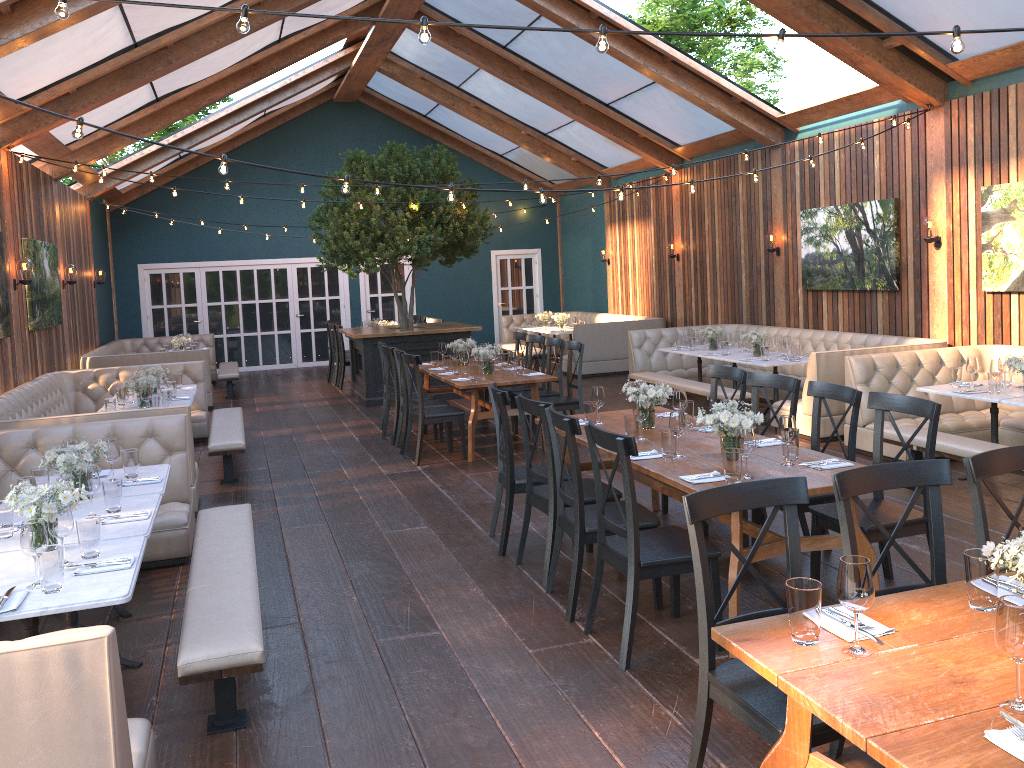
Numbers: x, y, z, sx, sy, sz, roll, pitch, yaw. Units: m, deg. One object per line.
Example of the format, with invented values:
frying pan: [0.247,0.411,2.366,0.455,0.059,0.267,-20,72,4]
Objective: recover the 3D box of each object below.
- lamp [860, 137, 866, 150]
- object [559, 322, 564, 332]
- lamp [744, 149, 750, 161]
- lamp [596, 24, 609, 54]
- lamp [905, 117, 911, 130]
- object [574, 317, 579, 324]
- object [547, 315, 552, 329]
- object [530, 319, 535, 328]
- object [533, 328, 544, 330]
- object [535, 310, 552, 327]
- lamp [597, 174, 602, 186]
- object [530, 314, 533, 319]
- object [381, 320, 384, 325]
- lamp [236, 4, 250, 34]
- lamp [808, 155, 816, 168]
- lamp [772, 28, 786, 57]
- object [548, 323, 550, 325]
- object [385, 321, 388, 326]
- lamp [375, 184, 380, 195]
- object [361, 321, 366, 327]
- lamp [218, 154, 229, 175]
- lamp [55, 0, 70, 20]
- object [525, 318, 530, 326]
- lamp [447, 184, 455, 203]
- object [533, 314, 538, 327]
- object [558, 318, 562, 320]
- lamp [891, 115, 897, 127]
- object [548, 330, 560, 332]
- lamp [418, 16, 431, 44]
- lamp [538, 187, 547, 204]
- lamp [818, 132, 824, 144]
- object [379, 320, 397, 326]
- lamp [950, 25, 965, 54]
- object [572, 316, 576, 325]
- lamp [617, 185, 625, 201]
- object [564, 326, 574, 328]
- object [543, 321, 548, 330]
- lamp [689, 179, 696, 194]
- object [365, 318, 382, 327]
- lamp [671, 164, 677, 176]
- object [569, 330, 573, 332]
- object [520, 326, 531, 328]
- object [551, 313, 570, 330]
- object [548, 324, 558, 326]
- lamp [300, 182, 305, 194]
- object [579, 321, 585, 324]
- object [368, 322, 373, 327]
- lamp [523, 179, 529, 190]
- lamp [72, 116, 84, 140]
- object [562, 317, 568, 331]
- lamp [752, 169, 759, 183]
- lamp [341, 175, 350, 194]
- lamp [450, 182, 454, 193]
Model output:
lamp: [3.331,-2.280,8.400,0.060,0.119,0.057,-2,4,5]
object: [0.855,-0.974,15.171,0.092,0.157,0.092,-5,5,-31]
lamp: [2.401,-2.342,9.063,0.064,0.118,0.056,-5,5,-24]
lamp: [0.383,-1.471,3.772,0.056,0.121,0.056,-3,4,-3]
lamp: [3.930,-2.581,8.778,0.063,0.118,0.056,-6,5,-34]
object: [1.116,-1.039,15.253,0.092,0.243,0.093,0,5,30]
object: [0.672,-1.116,16.015,0.092,0.243,0.093,0,5,30]
object: [0.384,-1.143,16.668,0.092,0.157,0.092,-5,5,-31]
object: [0.519,-1.003,16.070,0.255,0.019,0.158,-5,8,-17]
object: [0.605,-1.219,16.595,0.329,0.308,0.338,2,7,38]
lamp: [0.894,-2.097,9.096,0.056,0.117,0.068,0,5,36]
object: [0.385,-1.227,16.987,0.092,0.243,0.093,-1,4,25]
object: [-2.376,-1.045,16.109,0.092,0.243,0.093,-1,4,25]
lamp: [-1.136,-1.546,3.756,0.075,0.114,0.057,0,5,28]
lamp: [2.717,-2.017,8.015,0.071,0.115,0.057,-2,4,5]
lamp: [1.139,-1.460,3.787,0.057,0.119,0.056,-4,5,-23]
object: [0.691,-1.206,17.055,0.092,0.157,0.092,-5,5,-31]
object: [-2.191,-0.980,15.537,0.092,0.243,0.093,-1,4,25]
lamp: [-1.379,-1.994,9.062,0.056,0.120,0.056,-1,5,23]
object: [-2.660,-1.000,15.860,0.092,0.243,0.093,-1,4,25]
lamp: [-1.644,-1.250,5.034,0.056,0.120,0.056,-4,4,-20]
lamp: [-1.899,-1.598,3.730,0.056,0.114,0.075,-4,5,-19]
object: [0.298,-1.188,17.054,0.092,0.157,0.092,-5,5,-31]
lamp: [-0.409,-1.277,5.933,0.056,0.121,0.056,-4,4,-18]
object: [0.446,-1.200,16.753,0.092,0.243,0.093,-1,4,25]
object: [0.867,-1.149,16.202,0.092,0.243,0.093,0,5,30]
lamp: [3.882,-2.671,8.986,0.056,0.121,0.057,-2,4,4]
object: [0.763,-0.918,15.312,0.255,0.019,0.158,-5,8,-17]
lamp: [-0.372,-1.500,3.745,0.056,0.120,0.056,-6,6,-41]
lamp: [0.222,-1.355,6.363,0.056,0.120,0.056,-4,4,-12]
lamp: [3.148,-2.505,9.021,0.056,0.120,0.056,-1,5,25]
object: [-2.067,-0.917,14.744,0.329,0.308,0.338,-3,6,-2]
lamp: [1.910,-1.476,3.795,0.056,0.120,0.056,1,5,41]
object: [1.094,-1.068,15.487,0.092,0.243,0.093,0,5,30]
lamp: [0.836,-1.466,6.802,0.056,0.120,0.056,-3,4,2]
object: [1.031,-1.038,16.160,0.255,0.019,0.158,-5,8,-17]
object: [0.611,-1.059,15.929,0.092,0.157,0.092,-5,5,-31]
lamp: [1.471,-1.611,7.210,0.056,0.120,0.056,-5,5,-30]
object: [-2.444,-1.023,15.707,0.329,0.308,0.337,-5,6,-19]
lamp: [1.658,-2.195,9.071,0.056,0.120,0.056,-2,4,4]
object: [1.073,-0.905,15.101,0.157,0.019,0.256,-5,8,-17]
object: [0.292,-1.087,16.809,0.255,0.019,0.158,-5,8,-17]
object: [0.870,-1.131,15.807,0.336,0.308,0.331,0,6,25]
object: [0.789,-1.124,16.922,0.255,0.019,0.158,-5,8,-17]
lamp: [-2.143,-2.000,9.038,0.056,0.121,0.056,-3,4,-8]
object: [1.206,-0.993,15.191,0.092,0.157,0.092,-5,5,-31]
object: [-2.439,-0.942,15.328,0.092,0.243,0.093,-1,4,25]
lamp: [0.140,-2.041,9.077,0.056,0.120,0.056,-3,4,-2]
lamp: [-2.252,-1.327,4.585,0.056,0.119,0.059,-2,4,14]
object: [0.917,-1.031,15.257,0.092,0.243,0.093,0,5,30]
lamp: [2.097,-1.794,7.617,0.056,0.120,0.056,-2,4,10]
lamp: [-1.035,-1.238,5.488,0.056,0.119,0.057,0,5,33]
lamp: [-0.623,-2.008,9.067,0.056,0.120,0.056,-6,6,-42]
